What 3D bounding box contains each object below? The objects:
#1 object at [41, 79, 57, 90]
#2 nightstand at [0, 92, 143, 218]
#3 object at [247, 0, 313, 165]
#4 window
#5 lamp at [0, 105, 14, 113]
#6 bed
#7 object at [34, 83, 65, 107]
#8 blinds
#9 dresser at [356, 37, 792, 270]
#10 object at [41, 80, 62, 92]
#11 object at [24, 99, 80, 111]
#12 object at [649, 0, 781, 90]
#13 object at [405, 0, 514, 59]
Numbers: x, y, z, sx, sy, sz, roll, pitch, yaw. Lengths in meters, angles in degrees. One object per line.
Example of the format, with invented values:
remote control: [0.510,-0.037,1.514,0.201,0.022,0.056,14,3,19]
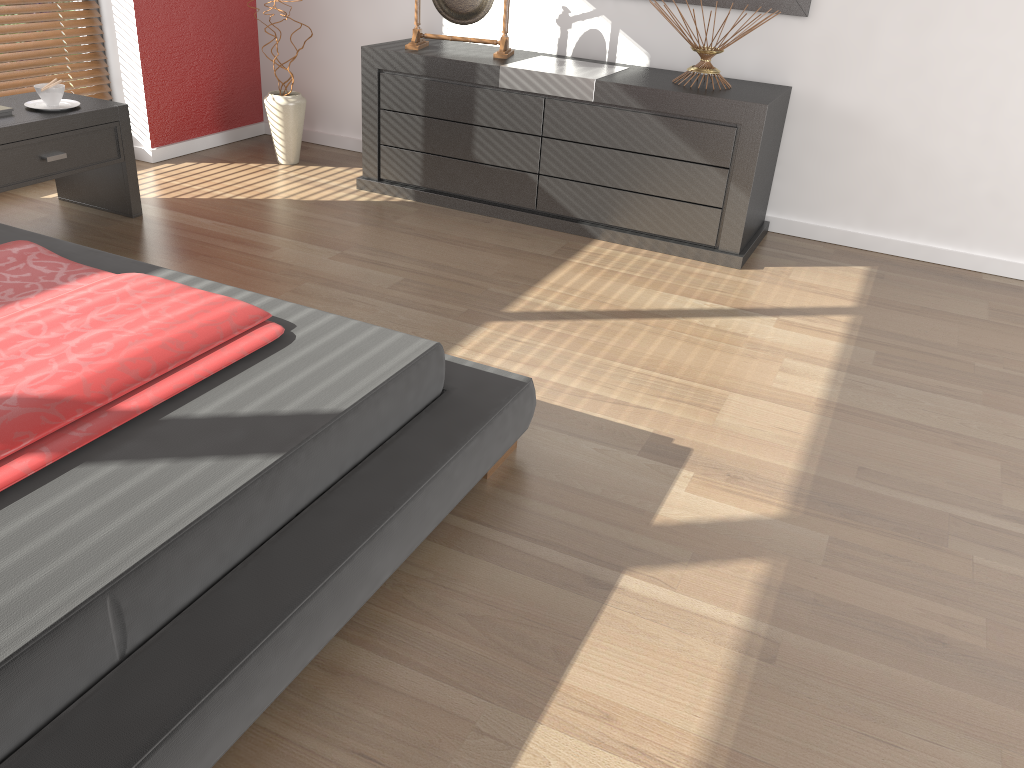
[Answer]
object: [-1.630,-1.055,3.123,0.007,0.007,0.192,-2,29,-11]
nightstand: [-1.755,-0.757,3.158,0.413,0.423,0.700,16,30,20]
object: [-1.079,-1.510,4.016,0.364,1.035,0.422,4,28,-1]
window: [-2.044,-1.876,3.315,0.020,1.893,0.889,16,30,20]
lamp: [-1.811,-1.126,2.860,0.200,0.480,0.200,16,30,20]
bed: [-1.543,0.082,1.450,2.413,0.577,2.469,16,30,20]
object: [-1.629,-1.018,3.135,0.099,0.069,0.099,-18,35,-36]
blinds: [-2.817,-1.046,1.724,0.032,1.952,4.840,16,30,20]
dresser: [0.221,-1.032,3.759,1.740,0.608,0.540,16,30,20]
object: [-1.613,-1.046,3.109,0.007,0.007,0.192,1,28,-6]
object: [-1.631,-0.990,3.150,0.179,0.012,0.179,-18,35,-36]
object: [0.740,-1.278,3.351,0.481,0.282,0.481,-1,28,-9]
object: [-0.204,-1.633,3.656,0.490,0.498,0.173,8,28,7]
